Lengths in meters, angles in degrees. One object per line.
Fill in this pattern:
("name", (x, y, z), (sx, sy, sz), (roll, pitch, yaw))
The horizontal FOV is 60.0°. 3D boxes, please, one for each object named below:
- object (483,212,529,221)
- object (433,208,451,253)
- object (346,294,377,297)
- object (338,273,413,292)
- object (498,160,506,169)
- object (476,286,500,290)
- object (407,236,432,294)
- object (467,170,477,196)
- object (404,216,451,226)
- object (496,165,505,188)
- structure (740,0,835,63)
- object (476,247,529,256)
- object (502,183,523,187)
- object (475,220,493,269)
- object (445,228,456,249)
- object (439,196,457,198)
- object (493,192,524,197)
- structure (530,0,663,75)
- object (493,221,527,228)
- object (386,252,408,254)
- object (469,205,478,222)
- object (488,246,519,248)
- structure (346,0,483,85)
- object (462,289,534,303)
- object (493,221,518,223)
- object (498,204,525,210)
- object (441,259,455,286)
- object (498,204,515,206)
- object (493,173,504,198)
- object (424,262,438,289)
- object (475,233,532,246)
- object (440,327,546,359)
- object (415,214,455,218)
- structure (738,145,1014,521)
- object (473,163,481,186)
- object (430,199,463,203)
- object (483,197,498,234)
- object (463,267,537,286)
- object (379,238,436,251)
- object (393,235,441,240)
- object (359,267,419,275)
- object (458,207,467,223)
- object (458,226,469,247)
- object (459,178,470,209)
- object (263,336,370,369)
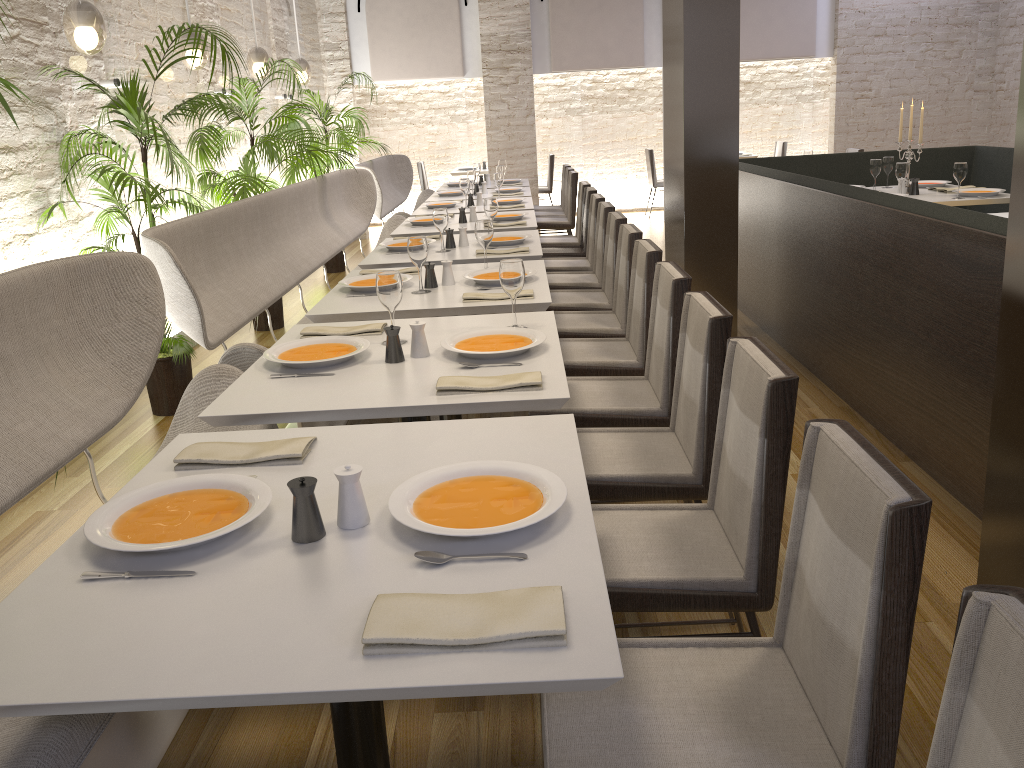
("object", (-0.040, -1.144, 6.071), (0.322, 0.036, 0.324), (-10, 18, -20))
("object", (-0.376, -0.822, 4.733), (0.087, 0.228, 0.086), (10, 20, 41))
("object", (-0.592, -0.369, 3.651), (0.185, 0.010, 0.017), (-3, 16, 1))
("object", (-0.587, -0.433, 3.827), (0.322, 0.036, 0.324), (-8, 17, -16))
("object", (-0.100, -2.298, 9.551), (0.086, 0.228, 0.087), (6, 17, 30))
("object", (-0.056, -0.398, 3.639), (0.181, 0.015, 0.039), (-3, 17, 2))
("object", (-0.380, -0.489, 3.635), (0.087, 0.228, 0.086), (-16, 20, -39))
("object", (-0.361, -1.821, 8.027), (0.086, 0.228, 0.087), (6, 17, 30))
("object", (-0.577, -1.117, 6.083), (0.322, 0.036, 0.324), (-10, 18, -20))
("object", (-0.104, -1.967, 8.461), (0.086, 0.228, 0.087), (6, 17, 30))
("structure", (3.148, -4.838, 10.859), (1.633, 1.658, 0.099), (-3, 15, 1))
("object", (-0.048, -0.688, 4.592), (0.273, 0.032, 0.144), (-3, 17, 1))
("object", (-0.028, -2.018, 8.978), (0.273, 0.032, 0.144), (-3, 17, 1))
("object", (-0.124, -0.635, 4.069), (0.086, 0.228, 0.087), (-1, 15, 7))
("object", (-0.341, -0.804, 4.870), (0.059, 0.108, 0.060), (-5, 15, -7))
("object", (-0.572, -1.705, 8.057), (0.185, 0.010, 0.017), (-3, 16, 1))
("object", (-0.033, -1.684, 7.875), (0.273, 0.032, 0.144), (-3, 17, 1))
("structure", (1.031, -4.728, 10.897), (1.633, 1.658, 0.099), (-3, 15, 1))
("object", (-0.043, -1.032, 5.725), (0.273, 0.032, 0.144), (-3, 17, 1))
("object", (-0.587, -0.709, 4.775), (0.185, 0.010, 0.017), (-3, 16, 1))
("object", (-0.265, -1.164, 6.046), (0.059, 0.108, 0.060), (-5, 15, -7))
("object", (-0.051, -0.739, 4.763), (0.181, 0.015, 0.039), (-3, 17, 2))
("structure", (-1.226, -4.612, 10.938), (1.633, 1.658, 0.099), (-3, 15, 1))
("object", (-0.053, -0.347, 3.468), (0.273, 0.032, 0.144), (-3, 17, 1))
("object", (-0.046, -1.083, 5.896), (0.181, 0.015, 0.039), (-3, 17, 2))
("object", (-0.038, -1.360, 6.807), (0.273, 0.032, 0.144), (-3, 17, 1))
("object", (-0.275, -0.480, 3.789), (0.059, 0.108, 0.060), (-5, 15, -7))
("object", (-0.041, -1.411, 6.978), (0.181, 0.015, 0.039), (-3, 17, 2))
("object", (-0.109, -1.645, 7.399), (0.086, 0.228, 0.087), (6, 17, 30))
("object", (-0.346, -0.463, 3.746), (0.059, 0.108, 0.060), (-5, 15, -7))
("object", (-0.045, -0.800, 4.938), (0.322, 0.036, 0.324), (-10, 18, -20))
("object", (-0.055, -0.118, 2.689), (0.322, 0.036, 0.324), (9, 21, 34))
("object", (-0.557, -1.211, 6.415), (0.273, 0.032, 0.144), (-3, 17, 1))
("structure", (2.779, 0.112, 2.335), (2.371, 0.990, 10.863), (-3, 17, 1))
("object", (-0.356, -2.152, 9.117), (0.086, 0.228, 0.087), (6, 17, 30))
("object", (-0.552, -1.540, 7.497), (0.273, 0.032, 0.144), (-3, 17, 1))
("object", (-0.119, -0.968, 5.168), (0.087, 0.228, 0.086), (10, 20, 41))
("object", (-0.051, -0.460, 3.815), (0.322, 0.036, 0.324), (-8, 17, -16))
("object", (-0.582, -0.773, 4.950), (0.322, 0.036, 0.324), (-10, 18, -20))
("object", (-0.562, -0.868, 5.282), (0.273, 0.032, 0.144), (-3, 17, 1))
("object", (-0.567, -0.527, 4.158), (0.273, 0.032, 0.144), (-3, 17, 1))
("object", (-0.336, -1.147, 6.003), (0.059, 0.108, 0.060), (-5, 15, -7))
("object", (-0.270, -0.821, 4.913), (0.059, 0.108, 0.060), (-5, 15, -7))
("object", (-0.366, -1.499, 6.965), (0.086, 0.228, 0.087), (6, 17, 30))
("object", (-0.592, -0.091, 2.701), (0.322, 0.036, 0.324), (9, 21, 34))
